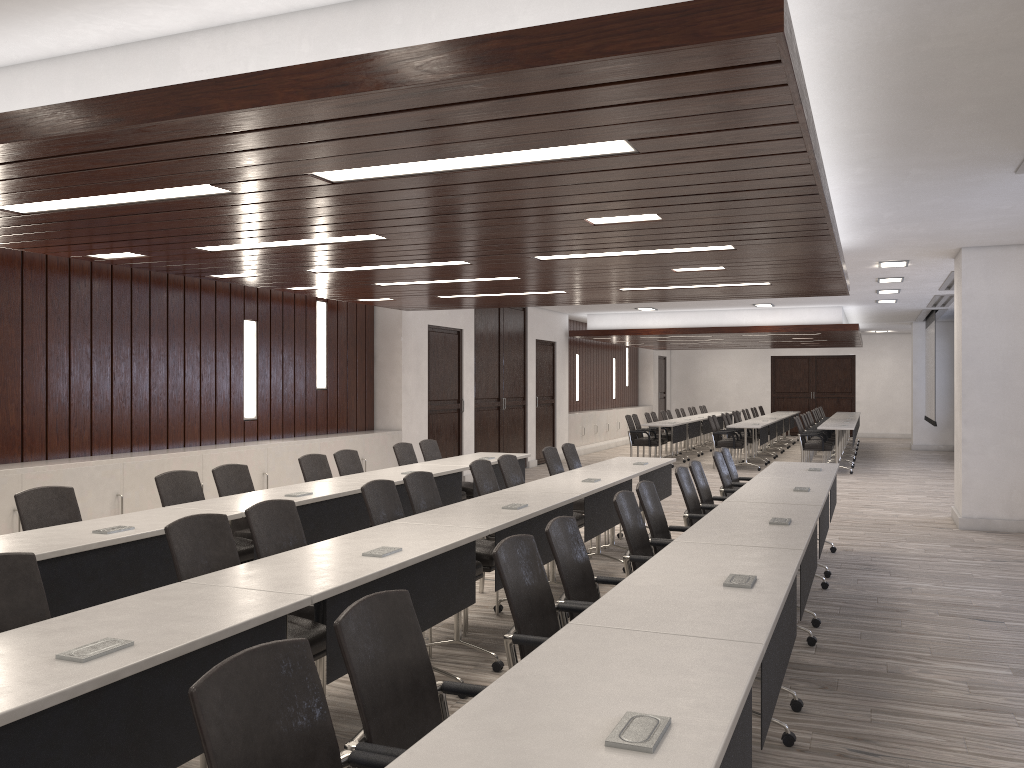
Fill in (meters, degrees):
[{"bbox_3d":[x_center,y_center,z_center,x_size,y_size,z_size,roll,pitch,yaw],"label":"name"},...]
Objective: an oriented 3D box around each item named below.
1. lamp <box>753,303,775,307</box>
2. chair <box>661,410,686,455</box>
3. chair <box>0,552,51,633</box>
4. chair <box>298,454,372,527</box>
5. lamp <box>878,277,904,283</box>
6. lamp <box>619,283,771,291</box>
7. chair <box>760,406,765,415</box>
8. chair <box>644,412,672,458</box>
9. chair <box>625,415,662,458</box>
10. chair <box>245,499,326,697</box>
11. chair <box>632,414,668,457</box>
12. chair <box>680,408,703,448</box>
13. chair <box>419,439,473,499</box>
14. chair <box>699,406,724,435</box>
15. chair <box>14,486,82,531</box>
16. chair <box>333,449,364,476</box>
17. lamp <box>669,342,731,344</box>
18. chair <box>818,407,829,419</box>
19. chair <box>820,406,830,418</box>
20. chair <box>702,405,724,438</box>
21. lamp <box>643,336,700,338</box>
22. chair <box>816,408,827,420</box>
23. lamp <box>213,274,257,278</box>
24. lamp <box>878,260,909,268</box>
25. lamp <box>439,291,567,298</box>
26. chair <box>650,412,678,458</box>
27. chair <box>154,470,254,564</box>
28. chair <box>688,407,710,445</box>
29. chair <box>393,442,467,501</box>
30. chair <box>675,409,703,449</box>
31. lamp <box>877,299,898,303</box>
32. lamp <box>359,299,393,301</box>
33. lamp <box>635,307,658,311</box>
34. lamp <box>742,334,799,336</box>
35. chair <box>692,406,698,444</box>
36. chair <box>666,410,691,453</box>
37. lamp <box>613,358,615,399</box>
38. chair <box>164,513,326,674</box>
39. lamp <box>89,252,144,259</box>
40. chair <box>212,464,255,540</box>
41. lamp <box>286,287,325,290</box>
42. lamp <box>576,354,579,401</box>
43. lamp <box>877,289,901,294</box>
[{"bbox_3d":[4.511,-1.461,15.889,0.324,0.120,0.519,0,0,22],"label":"lamp"},{"bbox_3d":[3.567,1.045,19.309,0.638,0.939,0.513,0,0,23],"label":"chair"},{"bbox_3d":[-1.477,1.038,2.823,0.638,0.939,0.513,0,0,22],"label":"chair"},{"bbox_3d":[-1.364,1.040,7.130,0.638,0.939,0.513,0,0,22],"label":"chair"},{"bbox_3d":[5.139,-1.463,12.037,0.324,0.120,0.519,0,0,22],"label":"lamp"},{"bbox_3d":[1.781,-0.987,8.766,1.496,0.045,0.236,0,0,22],"label":"lamp"},{"bbox_3d":[6.891,1.047,23.458,0.638,0.939,0.513,0,0,21],"label":"chair"},{"bbox_3d":[3.006,1.044,17.905,0.638,0.939,0.513,0,0,22],"label":"chair"},{"bbox_3d":[2.439,1.044,16.489,0.638,0.939,0.513,0,0,23],"label":"chair"},{"bbox_3d":[-0.914,1.038,4.225,0.638,0.939,0.513,0,0,22],"label":"chair"},{"bbox_3d":[2.627,1.044,16.977,0.638,0.939,0.513,0,0,22],"label":"chair"},{"bbox_3d":[4.352,1.046,21.205,0.638,0.939,0.513,0,0,21],"label":"chair"},{"bbox_3d":[-0.601,1.040,9.035,0.638,0.939,0.513,0,0,22],"label":"chair"},{"bbox_3d":[5.296,1.047,23.540,0.638,0.939,0.513,0,0,22],"label":"chair"},{"bbox_3d":[-2.323,1.039,4.808,0.638,0.939,0.513,0,0,22],"label":"chair"},{"bbox_3d":[-1.182,1.040,7.618,0.638,0.939,0.513,0,0,21],"label":"chair"},{"bbox_3d":[4.386,-0.982,20.656,1.496,0.045,0.236,0,0,22],"label":"lamp"},{"bbox_3d":[8.080,1.046,22.411,0.638,0.939,0.513,0,0,23],"label":"chair"},{"bbox_3d":[8.284,1.046,22.890,0.638,0.939,0.513,0,0,22],"label":"chair"},{"bbox_3d":[5.490,1.047,24.026,0.638,0.939,0.513,0,0,23],"label":"chair"},{"bbox_3d":[3.310,-0.983,18.007,1.496,0.045,0.236,0,0,22],"label":"lamp"},{"bbox_3d":[7.710,1.046,21.493,0.638,0.939,0.513,0,0,22],"label":"chair"},{"bbox_3d":[-2.471,-0.987,7.881,0.464,0.045,0.236,0,0,22],"label":"lamp"},{"bbox_3d":[4.495,-1.463,10.450,0.324,0.120,0.519,0,0,22],"label":"lamp"},{"bbox_3d":[-0.128,-0.987,9.541,1.496,0.045,0.236,0,0,22],"label":"lamp"},{"bbox_3d":[3.208,1.044,18.399,0.638,0.939,0.513,0,0,23],"label":"chair"},{"bbox_3d":[-1.939,1.039,5.717,0.638,0.939,0.513,0,0,23],"label":"chair"},{"bbox_3d":[4.717,1.046,22.134,0.638,0.939,0.513,0,0,21],"label":"chair"},{"bbox_3d":[-0.800,1.040,8.544,0.638,0.939,0.513,0,0,21],"label":"chair"},{"bbox_3d":[4.139,1.045,20.725,0.638,0.939,0.513,0,0,22],"label":"chair"},{"bbox_3d":[6.393,-1.461,15.124,0.324,0.120,0.519,0,0,22],"label":"lamp"},{"bbox_3d":[-1.560,-0.986,10.123,0.464,0.045,0.236,0,0,22],"label":"lamp"},{"bbox_3d":[2.530,-1.461,16.693,0.324,0.120,0.519,0,0,22],"label":"lamp"},{"bbox_3d":[5.219,-0.983,17.231,1.496,0.045,0.236,0,0,22],"label":"lamp"},{"bbox_3d":[4.914,1.046,22.621,0.638,0.939,0.513,0,0,23],"label":"chair"},{"bbox_3d":[3.769,1.045,19.787,0.638,0.939,0.513,0,0,22],"label":"chair"},{"bbox_3d":[2.585,-0.142,22.844,0.094,1.058,0.236,0,0,22],"label":"lamp"},{"bbox_3d":[-1.101,1.038,3.739,0.638,0.939,0.513,0,0,22],"label":"chair"},{"bbox_3d":[-2.968,-0.988,6.658,0.464,0.045,0.236,0,0,22],"label":"lamp"},{"bbox_3d":[-1.739,1.039,6.209,0.638,0.939,0.513,0,0,21],"label":"chair"},{"bbox_3d":[-2.057,-0.987,8.900,0.464,0.045,0.236,0,0,22],"label":"lamp"},{"bbox_3d":[1.426,-0.143,19.990,0.094,1.058,0.236,0,0,22],"label":"lamp"},{"bbox_3d":[5.749,-1.462,13.539,0.324,0.120,0.519,0,0,22],"label":"lamp"}]
